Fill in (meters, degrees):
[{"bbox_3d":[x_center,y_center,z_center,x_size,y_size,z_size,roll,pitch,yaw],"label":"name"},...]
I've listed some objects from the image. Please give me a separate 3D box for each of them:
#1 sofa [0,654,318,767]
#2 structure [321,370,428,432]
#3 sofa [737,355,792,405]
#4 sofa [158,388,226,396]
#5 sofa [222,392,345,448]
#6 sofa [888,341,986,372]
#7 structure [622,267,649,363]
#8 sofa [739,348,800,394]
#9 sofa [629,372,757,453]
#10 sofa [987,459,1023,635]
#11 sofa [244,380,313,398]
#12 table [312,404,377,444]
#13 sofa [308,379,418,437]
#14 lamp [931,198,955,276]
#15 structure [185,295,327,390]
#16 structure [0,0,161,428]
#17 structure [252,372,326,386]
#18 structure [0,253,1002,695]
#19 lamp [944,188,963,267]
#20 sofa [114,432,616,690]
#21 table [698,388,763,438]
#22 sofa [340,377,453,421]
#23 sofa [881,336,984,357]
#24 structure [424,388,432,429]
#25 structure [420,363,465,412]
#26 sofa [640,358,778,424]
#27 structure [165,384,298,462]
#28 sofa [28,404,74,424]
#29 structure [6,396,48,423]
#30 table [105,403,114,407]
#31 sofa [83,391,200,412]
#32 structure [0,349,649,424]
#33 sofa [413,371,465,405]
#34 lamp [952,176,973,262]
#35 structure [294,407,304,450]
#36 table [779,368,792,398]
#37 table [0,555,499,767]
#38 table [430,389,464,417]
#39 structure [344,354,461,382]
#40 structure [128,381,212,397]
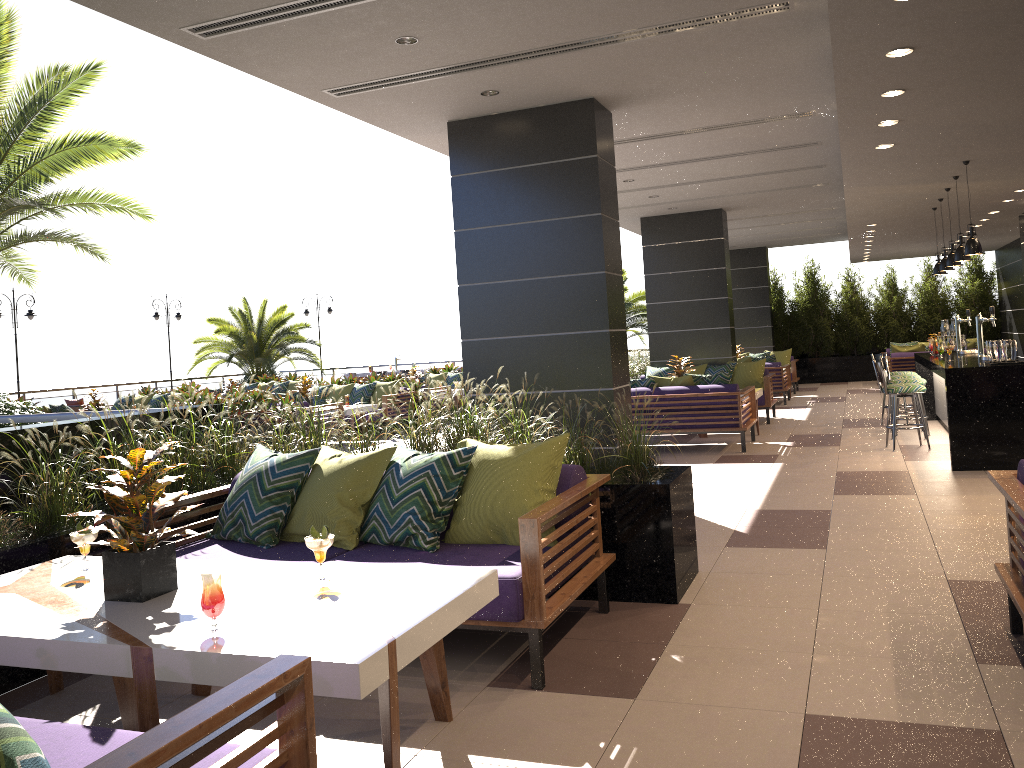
[{"bbox_3d":[-1.616,0.908,1.883,2.123,0.920,1.121,-3,1,21],"label":"sofa"},{"bbox_3d":[-2.584,0.346,16.013,2.415,1.174,0.701,-3,0,23],"label":"structure"},{"bbox_3d":[4.029,-0.075,16.422,2.123,0.920,1.121,-3,1,21],"label":"sofa"},{"bbox_3d":[-6.485,0.530,18.328,2.123,0.920,1.121,-3,1,21],"label":"sofa"},{"bbox_3d":[-3.686,0.567,13.142,2.123,0.920,1.121,-3,1,21],"label":"sofa"},{"bbox_3d":[8.141,-0.347,16.527,2.123,0.920,1.121,-3,1,21],"label":"sofa"},{"bbox_3d":[1.992,-1.340,21.312,3.806,3.306,3.746,-4,1,-26],"label":"structure"},{"bbox_3d":[4.958,-0.236,18.816,2.123,0.920,1.121,-3,1,21],"label":"sofa"},{"bbox_3d":[1.791,0.315,10.659,2.123,0.920,1.121,-3,1,21],"label":"sofa"},{"bbox_3d":[2.847,0.574,2.904,2.123,0.920,1.121,-3,1,21],"label":"sofa"},{"bbox_3d":[-5.636,0.384,20.479,2.123,0.920,1.121,-3,1,21],"label":"sofa"},{"bbox_3d":[-3.266,0.677,14.215,2.034,0.554,0.943,-3,2,21],"label":"table"},{"bbox_3d":[-2.838,0.421,15.294,2.123,0.920,1.121,-3,1,21],"label":"sofa"},{"bbox_3d":[5.292,-1.801,10.934,0.192,0.865,1.082,-4,1,21],"label":"lamp"},{"bbox_3d":[-7.129,-0.892,24.794,3.803,3.306,3.749,-4,1,-11],"label":"structure"},{"bbox_3d":[-7.051,-1.815,11.305,4.698,6.510,4.751,-4,0,39],"label":"structure"},{"bbox_3d":[-5.396,0.309,21.231,2.247,1.173,0.738,-3,0,23],"label":"structure"},{"bbox_3d":[3.383,-0.879,10.240,7.806,3.124,24.760,-3,2,21],"label":"structure"},{"bbox_3d":[4.821,-1.719,9.720,0.163,0.865,0.162,-3,-1,-26],"label":"lamp"},{"bbox_3d":[-0.687,0.746,4.277,2.123,0.920,1.121,-3,1,21],"label":"sofa"},{"bbox_3d":[2.323,0.406,12.011,2.034,0.554,0.943,-3,2,21],"label":"table"},{"bbox_3d":[-2.319,0.327,16.709,2.123,0.920,1.121,-3,1,21],"label":"sofa"},{"bbox_3d":[9.071,-0.509,18.921,2.123,0.920,1.121,-3,1,21],"label":"sofa"},{"bbox_3d":[-1.481,0.428,15.596,0.100,0.701,0.180,-4,-1,21],"label":"structure"},{"bbox_3d":[-1.183,0.102,19.631,2.247,1.173,0.738,-3,0,23],"label":"structure"},{"bbox_3d":[2.858,0.129,13.407,2.123,0.920,1.121,-3,1,21],"label":"sofa"},{"bbox_3d":[-3.979,0.588,12.429,2.247,1.173,0.738,-3,0,23],"label":"structure"},{"bbox_3d":[-7.845,0.770,14.759,2.123,0.920,1.121,-3,1,21],"label":"sofa"},{"bbox_3d":[-8.192,0.795,14.029,2.247,1.173,0.738,-3,0,23],"label":"structure"},{"bbox_3d":[-9.430,0.773,20.991,0.754,0.590,0.741,-3,1,21],"label":"table"},{"bbox_3d":[-7.003,0.624,16.913,2.123,0.920,1.121,-3,1,21],"label":"sofa"},{"bbox_3d":[-4.892,0.427,16.602,12.899,1.059,17.526,-3,3,21],"label":"structure"},{"bbox_3d":[-1.478,0.181,18.863,2.123,0.920,1.121,-3,1,21],"label":"sofa"},{"bbox_3d":[4.510,-1.665,8.920,0.163,0.865,0.162,-3,-1,-26],"label":"lamp"},{"bbox_3d":[-2.874,0.670,12.008,0.100,0.701,0.180,-4,-1,21],"label":"structure"},{"bbox_3d":[4.508,0.025,17.641,2.034,0.554,0.943,-3,2,21],"label":"table"},{"bbox_3d":[-1.150,1.010,3.067,2.034,0.554,0.943,-3,2,21],"label":"table"},{"bbox_3d":[-1.889,0.437,17.761,2.034,0.554,0.943,-3,2,21],"label":"table"},{"bbox_3d":[-2.244,-0.151,23.022,4.394,1.330,0.805,-3,0,21],"label":"structure"},{"bbox_3d":[-6.816,0.553,17.638,2.245,1.173,0.715,-3,0,18],"label":"structure"}]
